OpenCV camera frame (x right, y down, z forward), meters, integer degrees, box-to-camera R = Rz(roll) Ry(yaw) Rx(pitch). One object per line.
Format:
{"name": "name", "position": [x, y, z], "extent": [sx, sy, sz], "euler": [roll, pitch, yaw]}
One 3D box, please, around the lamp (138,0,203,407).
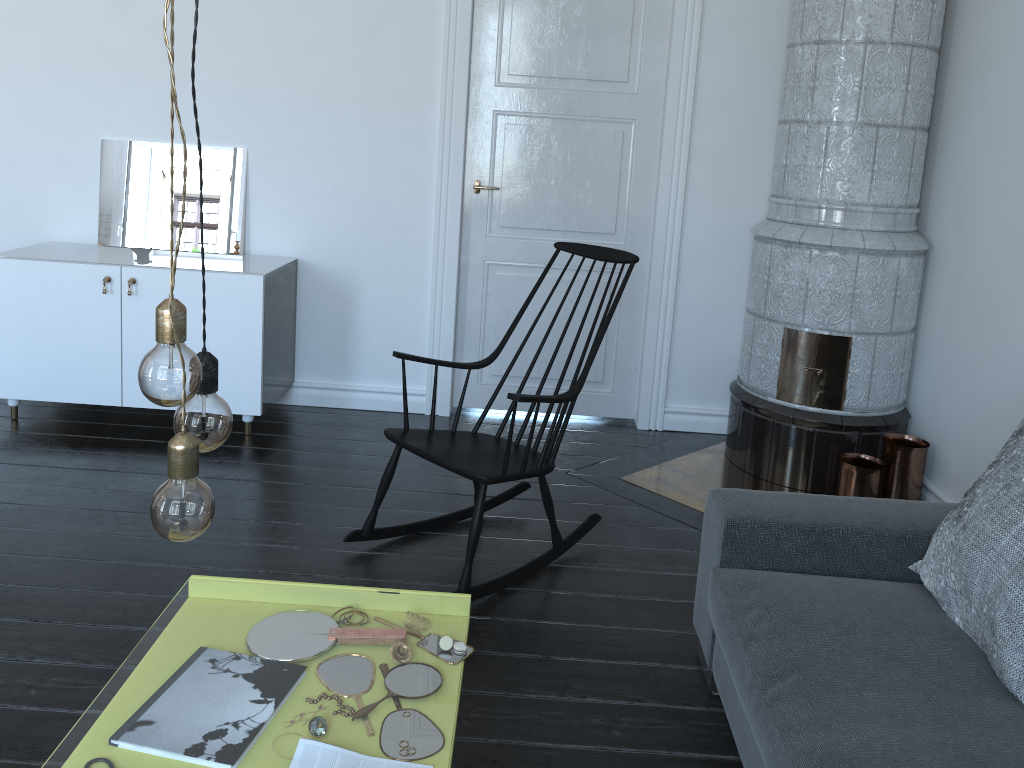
{"name": "lamp", "position": [-0.374, -0.697, 0.968], "extent": [0.074, 1.468, 0.075], "euler": [-5, 12, -42]}

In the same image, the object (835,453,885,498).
{"name": "object", "position": [1.373, 0.399, 3.487], "extent": [0.171, 0.195, 0.178], "euler": [2, 12, -9]}

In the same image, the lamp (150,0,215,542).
{"name": "lamp", "position": [-0.360, -0.536, 0.957], "extent": [0.089, 1.468, 0.075], "euler": [8, 10, 24]}

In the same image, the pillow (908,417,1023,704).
{"name": "pillow", "position": [1.107, 0.538, 1.107], "extent": [0.478, 0.481, 2.104], "euler": [5, 15, 5]}

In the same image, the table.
{"name": "table", "position": [-0.414, 0.813, 1.222], "extent": [0.600, 0.391, 1.435], "euler": [4, 15, 0]}

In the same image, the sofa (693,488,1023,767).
{"name": "sofa", "position": [0.987, 0.741, 1.210], "extent": [1.084, 0.707, 2.431], "euler": [4, 15, 0]}

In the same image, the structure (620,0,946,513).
{"name": "structure", "position": [1.263, -1.003, 3.595], "extent": [1.277, 2.834, 0.789], "euler": [-6, 14, -44]}

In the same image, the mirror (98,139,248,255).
{"name": "mirror", "position": [-1.614, -0.889, 4.186], "extent": [0.695, 0.493, 0.055], "euler": [4, 9, 1]}

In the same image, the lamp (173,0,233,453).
{"name": "lamp", "position": [-0.366, -0.634, 1.045], "extent": [0.086, 1.468, 0.075], "euler": [-3, 12, -38]}

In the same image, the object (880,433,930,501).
{"name": "object", "position": [1.555, 0.360, 3.519], "extent": [0.176, 0.275, 0.177], "euler": [4, 11, 0]}

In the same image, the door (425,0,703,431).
{"name": "door", "position": [0.234, -1.020, 4.180], "extent": [1.169, 2.427, 0.118], "euler": [4, 9, 1]}

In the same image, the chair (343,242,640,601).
{"name": "chair", "position": [-0.017, 0.060, 2.921], "extent": [0.912, 0.985, 0.621], "euler": [-8, 16, -44]}

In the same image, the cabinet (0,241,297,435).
{"name": "cabinet", "position": [-1.660, -0.211, 4.004], "extent": [1.200, 0.721, 0.603], "euler": [4, 12, 1]}
